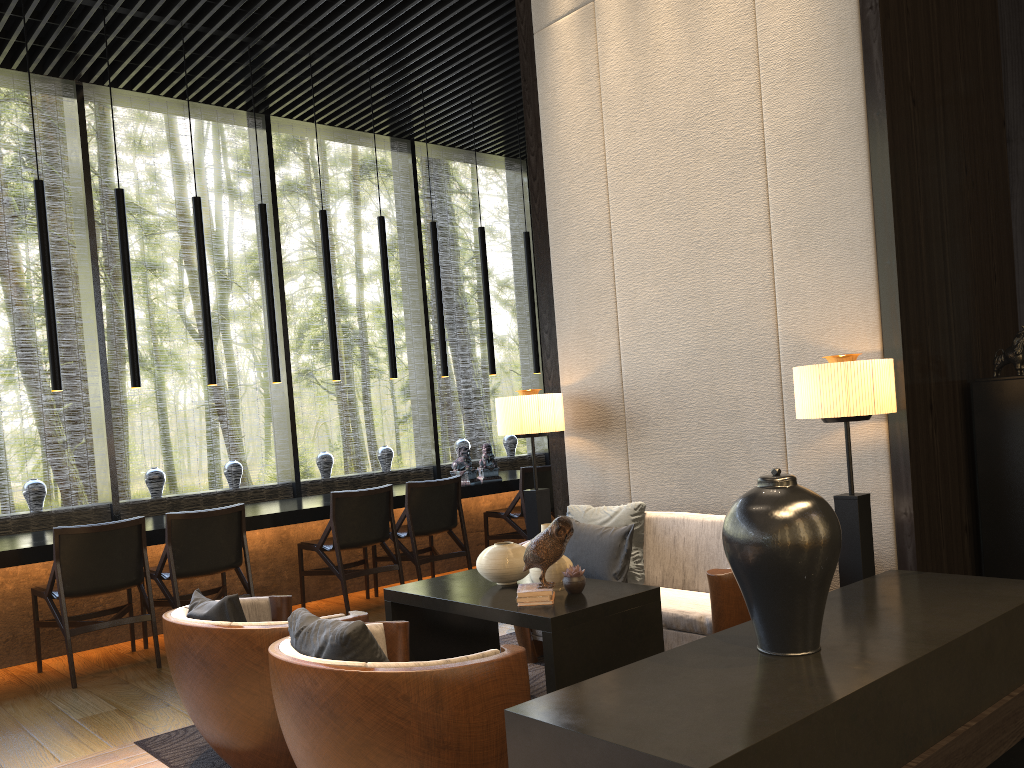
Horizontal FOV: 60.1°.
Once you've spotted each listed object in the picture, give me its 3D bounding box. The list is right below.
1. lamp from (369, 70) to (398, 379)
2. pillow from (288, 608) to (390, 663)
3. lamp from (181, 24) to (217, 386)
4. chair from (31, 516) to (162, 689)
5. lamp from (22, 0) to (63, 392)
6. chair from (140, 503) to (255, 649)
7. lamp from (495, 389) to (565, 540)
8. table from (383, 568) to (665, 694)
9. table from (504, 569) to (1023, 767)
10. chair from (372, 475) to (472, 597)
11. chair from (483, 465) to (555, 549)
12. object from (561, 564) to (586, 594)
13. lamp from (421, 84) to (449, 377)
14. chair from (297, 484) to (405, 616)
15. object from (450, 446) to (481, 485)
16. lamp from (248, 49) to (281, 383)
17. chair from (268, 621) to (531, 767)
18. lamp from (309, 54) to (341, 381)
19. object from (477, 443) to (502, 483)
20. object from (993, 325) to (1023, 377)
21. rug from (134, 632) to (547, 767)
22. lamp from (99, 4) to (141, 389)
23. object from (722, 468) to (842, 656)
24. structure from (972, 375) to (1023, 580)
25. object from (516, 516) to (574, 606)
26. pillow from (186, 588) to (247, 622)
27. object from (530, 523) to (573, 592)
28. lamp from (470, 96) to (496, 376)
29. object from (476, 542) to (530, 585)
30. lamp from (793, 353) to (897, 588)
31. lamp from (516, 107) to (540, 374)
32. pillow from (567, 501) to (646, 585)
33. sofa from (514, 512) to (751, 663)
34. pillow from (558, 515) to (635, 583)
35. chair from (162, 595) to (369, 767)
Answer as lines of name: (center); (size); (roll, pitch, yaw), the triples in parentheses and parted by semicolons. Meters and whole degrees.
lamp: (-1.017, -1.248, 6.897); (0.060, 2.423, 0.060); (-3, 2, 44)
pillow: (-0.481, 0.825, 2.531); (0.221, 0.362, 0.400); (-5, 0, -40)
lamp: (-2.114, -1.198, 5.943); (0.060, 2.423, 0.060); (-3, 2, 44)
chair: (-2.285, 1.159, 4.864); (0.524, 0.828, 0.564); (-5, 0, -41)
lamp: (-2.837, -1.165, 5.314); (0.060, 2.423, 0.060); (-3, 2, 44)
chair: (-1.852, 1.139, 5.240); (0.524, 0.828, 0.564); (-5, 0, -41)
lamp: (0.143, 0.708, 4.938); (0.374, 1.352, 0.375); (-5, 1, -11)
table: (0.027, 1.081, 3.581); (0.574, 0.518, 1.044); (-4, -1, -41)
table: (0.915, 0.969, 2.514); (1.955, 0.513, 0.621); (-3, -2, -41)
chair: (-0.637, 1.084, 6.296); (0.524, 0.828, 0.564); (-5, 0, -41)
chair: (0.145, 1.048, 6.976); (0.524, 0.828, 0.564); (-5, 0, -41)
object: (0.237, 0.742, 3.379); (0.092, 0.112, 0.091); (-4, 0, 11)
lamp: (-0.641, -1.265, 7.223); (0.060, 2.423, 0.060); (-3, 2, 44)
chair: (-1.070, 1.104, 5.920); (0.524, 0.828, 0.564); (-5, 0, -41)
object: (-0.389, 0.648, 7.066); (0.207, 0.310, 0.161); (-4, 1, 29)
lamp: (-1.760, -1.214, 6.250); (0.060, 2.423, 0.060); (-3, 2, 44)
chair: (-0.375, 1.037, 2.612); (0.604, 0.605, 0.805); (-4, -1, -41)
lamp: (-1.399, -1.230, 6.564); (0.060, 2.423, 0.060); (-3, 2, 44)
object: (-0.197, 0.637, 7.226); (0.163, 0.313, 0.209); (-5, 0, -16)
object: (2.174, -0.139, 3.848); (0.162, 0.218, 0.102); (-4, 1, 37)
rug: (-0.038, 1.345, 3.581); (2.236, 0.008, 2.046); (-3, -3, -41)
lamp: (-2.488, -1.181, 5.617); (0.060, 2.423, 0.060); (-3, 2, 44)
object: (0.736, 0.475, 2.411); (0.312, 0.493, 0.310); (-4, 0, 38)
structure: (2.230, 0.573, 3.882); (0.239, 1.219, 0.240); (-5, 1, -41)
object: (0.124, 0.648, 3.289); (0.229, 0.310, 0.173); (-4, 0, 5)
pillow: (-1.043, 0.897, 3.179); (0.204, 0.338, 0.442); (-5, -1, -34)
object: (0.152, 0.678, 3.473); (0.174, 0.257, 0.174); (-5, 0, -21)
lamp: (-0.259, -1.282, 7.556); (0.060, 2.423, 0.060); (-3, 2, 44)
object: (-0.027, 0.747, 3.686); (0.245, 0.168, 0.245); (-5, -1, 7)
lamp: (1.361, 0.561, 3.530); (0.375, 1.352, 0.374); (-4, 1, 7)
lamp: (0.131, -1.300, 7.894); (0.060, 2.423, 0.060); (-3, 2, 44)
pillow: (0.453, 0.792, 4.396); (0.433, 0.400, 0.200); (-5, 0, 27)
sofa: (0.612, 0.969, 4.084); (0.601, 0.694, 1.452); (-4, -1, -41)
pillow: (0.404, 0.810, 4.219); (0.218, 0.361, 0.473); (-5, 0, -44)
chair: (-0.934, 1.104, 3.259); (0.604, 0.605, 0.805); (-4, -1, -41)
